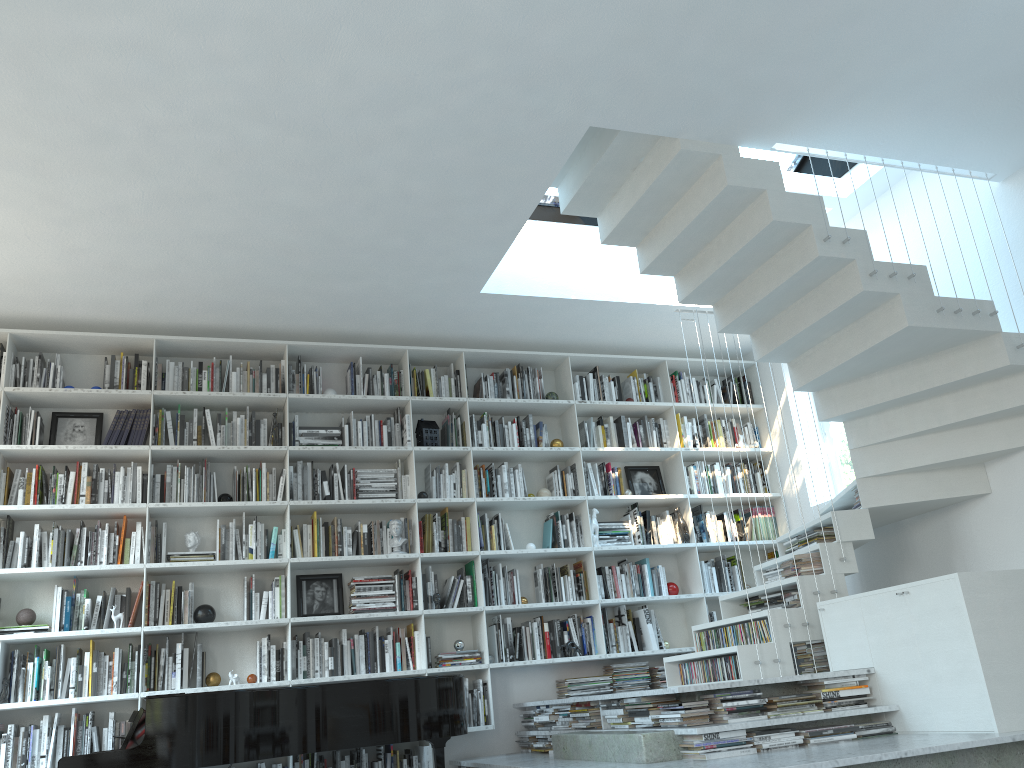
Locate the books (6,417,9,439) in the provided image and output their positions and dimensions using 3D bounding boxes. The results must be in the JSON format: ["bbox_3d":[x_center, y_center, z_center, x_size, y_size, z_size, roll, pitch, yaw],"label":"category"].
[{"bbox_3d":[-3.120,0.334,5.500,0.006,0.232,0.136,1,-21,-20],"label":"books"}]

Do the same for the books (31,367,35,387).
[{"bbox_3d":[-3.039,0.008,5.643,0.014,0.191,0.147,1,-21,-20],"label":"books"}]

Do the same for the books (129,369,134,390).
[{"bbox_3d":[-2.497,0.021,5.825,0.027,0.189,0.178,1,-21,-20],"label":"books"}]

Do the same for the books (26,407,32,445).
[{"bbox_3d":[-2.998,0.305,5.524,0.005,0.280,0.191,1,-21,-20],"label":"books"}]

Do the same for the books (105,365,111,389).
[{"bbox_3d":[-2.631,0.004,5.783,0.028,0.217,0.153,1,-21,-20],"label":"books"}]

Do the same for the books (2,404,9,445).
[{"bbox_3d":[-3.118,0.293,5.478,0.005,0.291,0.184,1,-21,-20],"label":"books"}]

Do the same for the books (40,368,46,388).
[{"bbox_3d":[-2.981,0.011,5.651,0.026,0.182,0.162,1,-21,-20],"label":"books"}]

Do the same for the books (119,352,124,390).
[{"bbox_3d":[-2.573,-0.034,5.843,0.014,0.319,0.137,1,-21,-20],"label":"books"}]

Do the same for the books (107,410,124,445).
[{"bbox_3d":[-2.551,0.328,5.703,0.110,0.278,0.175,1,-21,-20],"label":"books"}]

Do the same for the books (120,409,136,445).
[{"bbox_3d":[-2.473,0.321,5.711,0.097,0.281,0.175,1,-21,-20],"label":"books"}]

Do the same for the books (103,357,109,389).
[{"bbox_3d":[-2.656,-0.020,5.797,0.013,0.277,0.151,1,-21,-20],"label":"books"}]

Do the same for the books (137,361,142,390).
[{"bbox_3d":[-2.458,-0.006,5.864,0.022,0.259,0.152,1,-21,-20],"label":"books"}]

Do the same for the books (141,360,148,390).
[{"bbox_3d":[-2.429,-0.007,5.861,0.031,0.253,0.179,1,-21,-20],"label":"books"}]

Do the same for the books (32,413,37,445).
[{"bbox_3d":[-2.968,0.320,5.529,0.011,0.249,0.168,1,-21,-20],"label":"books"}]

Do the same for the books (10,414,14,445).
[{"bbox_3d":[-3.087,0.325,5.493,0.005,0.237,0.154,1,-21,-20],"label":"books"}]

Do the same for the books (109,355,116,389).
[{"bbox_3d":[-2.607,-0.025,5.798,0.024,0.278,0.188,1,-21,-20],"label":"books"}]

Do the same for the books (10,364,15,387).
[{"bbox_3d":[-3.143,-0.004,5.599,0.017,0.203,0.143,1,-21,-20],"label":"books"}]

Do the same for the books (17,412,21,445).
[{"bbox_3d":[-3.049,0.321,5.507,0.010,0.248,0.166,1,-21,-20],"label":"books"}]

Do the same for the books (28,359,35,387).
[{"bbox_3d":[-3.052,-0.019,5.639,0.016,0.242,0.157,1,-21,-20],"label":"books"}]

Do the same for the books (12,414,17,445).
[{"bbox_3d":[-3.065,0.325,5.485,0.009,0.227,0.185,1,-21,-20],"label":"books"}]

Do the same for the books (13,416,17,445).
[{"bbox_3d":[-3.055,0.329,5.476,0.004,0.213,0.187,1,-21,-20],"label":"books"}]

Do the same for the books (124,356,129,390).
[{"bbox_3d":[-2.529,-0.021,5.824,0.011,0.273,0.184,1,-21,-20],"label":"books"}]

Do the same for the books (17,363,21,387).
[{"bbox_3d":[-3.115,-0.004,5.615,0.032,0.209,0.159,1,-21,-20],"label":"books"}]

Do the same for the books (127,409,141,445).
[{"bbox_3d":[-2.449,0.326,5.741,0.078,0.284,0.175,1,-21,-20],"label":"books"}]

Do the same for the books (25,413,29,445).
[{"bbox_3d":[-3.008,0.322,5.516,0.019,0.243,0.154,1,-21,-20],"label":"books"}]

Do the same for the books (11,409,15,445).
[{"bbox_3d":[-3.083,0.307,5.501,0.005,0.276,0.147,1,-21,-20],"label":"books"}]

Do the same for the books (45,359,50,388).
[{"bbox_3d":[-2.967,-0.020,5.674,0.013,0.252,0.129,1,-21,-20],"label":"books"}]

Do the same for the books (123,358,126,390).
[{"bbox_3d":[-2.538,-0.016,5.818,0.010,0.262,0.157,1,-21,-20],"label":"books"}]

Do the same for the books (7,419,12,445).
[{"bbox_3d":[-3.094,0.341,5.484,0.015,0.206,0.173,1,-21,-20],"label":"books"}]

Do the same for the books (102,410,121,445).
[{"bbox_3d":[-2.569,0.324,5.687,0.110,0.278,0.175,1,-21,-20],"label":"books"}]

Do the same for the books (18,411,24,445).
[{"bbox_3d":[-3.035,0.315,5.490,0.004,0.245,0.189,1,-21,-20],"label":"books"}]

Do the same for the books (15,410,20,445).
[{"bbox_3d":[-3.055,0.312,5.498,0.009,0.259,0.184,1,-21,-20],"label":"books"}]

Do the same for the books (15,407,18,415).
[{"bbox_3d":[-3.080,0.302,5.507,0.006,0.288,0.144,1,-21,-20],"label":"books"}]

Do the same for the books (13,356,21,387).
[{"bbox_3d":[-3.136,-0.027,5.617,0.007,0.258,0.157,1,-21,-20],"label":"books"}]

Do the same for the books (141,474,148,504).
[{"bbox_3d":[-2.311,0.694,5.595,0.039,0.201,0.237,1,-21,-20],"label":"books"}]

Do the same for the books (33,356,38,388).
[{"bbox_3d":[-3.024,-0.028,5.648,0.016,0.260,0.154,1,-21,-20],"label":"books"}]

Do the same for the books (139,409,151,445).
[{"bbox_3d":[-2.380,0.323,5.752,0.078,0.284,0.175,1,-21,-20],"label":"books"}]

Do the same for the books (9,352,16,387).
[{"bbox_3d":[-3.160,-0.039,5.616,0.007,0.284,0.160,1,-21,-20],"label":"books"}]

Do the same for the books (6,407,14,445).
[{"bbox_3d":[-3.107,0.301,5.490,0.006,0.286,0.149,1,-21,-20],"label":"books"}]

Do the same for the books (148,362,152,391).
[{"bbox_3d":[-2.400,0.001,5.885,0.039,0.251,0.147,1,-21,-20],"label":"books"}]

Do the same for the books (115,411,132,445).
[{"bbox_3d":[-2.508,0.329,5.718,0.110,0.278,0.175,1,-21,-20],"label":"books"}]

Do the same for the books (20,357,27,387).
[{"bbox_3d":[-3.093,-0.024,5.623,0.012,0.248,0.180,1,-21,-20],"label":"books"}]

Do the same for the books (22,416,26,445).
[{"bbox_3d":[-3.014,0.330,5.498,0.018,0.218,0.187,1,-21,-20],"label":"books"}]

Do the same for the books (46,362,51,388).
[{"bbox_3d":[-2.951,-0.007,5.665,0.013,0.219,0.182,1,-21,-20],"label":"books"}]

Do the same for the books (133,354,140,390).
[{"bbox_3d":[-2.474,-0.032,5.841,0.025,0.296,0.164,1,-21,-20],"label":"books"}]

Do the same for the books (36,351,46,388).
[{"bbox_3d":[-2.998,-0.042,5.644,0.015,0.278,0.191,1,-21,-20],"label":"books"}]

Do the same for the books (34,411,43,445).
[{"bbox_3d":[-2.957,0.318,5.533,0.012,0.253,0.167,1,-21,-20],"label":"books"}]

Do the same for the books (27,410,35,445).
[{"bbox_3d":[-2.981,0.312,5.517,0.023,0.257,0.184,1,-21,-20],"label":"books"}]

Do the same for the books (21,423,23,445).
[{"bbox_3d":[-3.040,0.344,5.524,0.012,0.214,0.132,1,-21,-20],"label":"books"}]

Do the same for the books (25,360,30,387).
[{"bbox_3d":[-3.063,-0.013,5.627,0.013,0.224,0.177,1,-21,-20],"label":"books"}]

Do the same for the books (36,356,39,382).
[{"bbox_3d":[-3.013,-0.033,5.652,0.007,0.271,0.155,1,-21,-20],"label":"books"}]

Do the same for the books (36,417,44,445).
[{"bbox_3d":[-2.941,0.334,5.523,0.012,0.213,0.186,1,-21,-20],"label":"books"}]

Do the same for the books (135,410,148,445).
[{"bbox_3d":[-2.406,0.327,5.756,0.078,0.284,0.175,1,-21,-20],"label":"books"}]

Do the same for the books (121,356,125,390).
[{"bbox_3d":[-2.554,-0.022,5.828,0.013,0.282,0.167,1,-21,-20],"label":"books"}]

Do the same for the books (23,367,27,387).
[{"bbox_3d":[-3.081,0.007,5.631,0.017,0.193,0.129,1,-21,-20],"label":"books"}]

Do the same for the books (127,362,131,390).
[{"bbox_3d":[-2.526,-0.001,5.850,0.013,0.253,0.130,1,-21,-20],"label":"books"}]

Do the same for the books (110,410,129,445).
[{"bbox_3d":[-2.523,0.322,5.695,0.110,0.278,0.175,1,-21,-20],"label":"books"}]

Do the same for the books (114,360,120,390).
[{"bbox_3d":[-2.581,-0.011,5.801,0.028,0.248,0.156,1,-21,-20],"label":"books"}]

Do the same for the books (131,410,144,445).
[{"bbox_3d":[-2.429,0.328,5.753,0.078,0.284,0.175,1,-21,-20],"label":"books"}]
